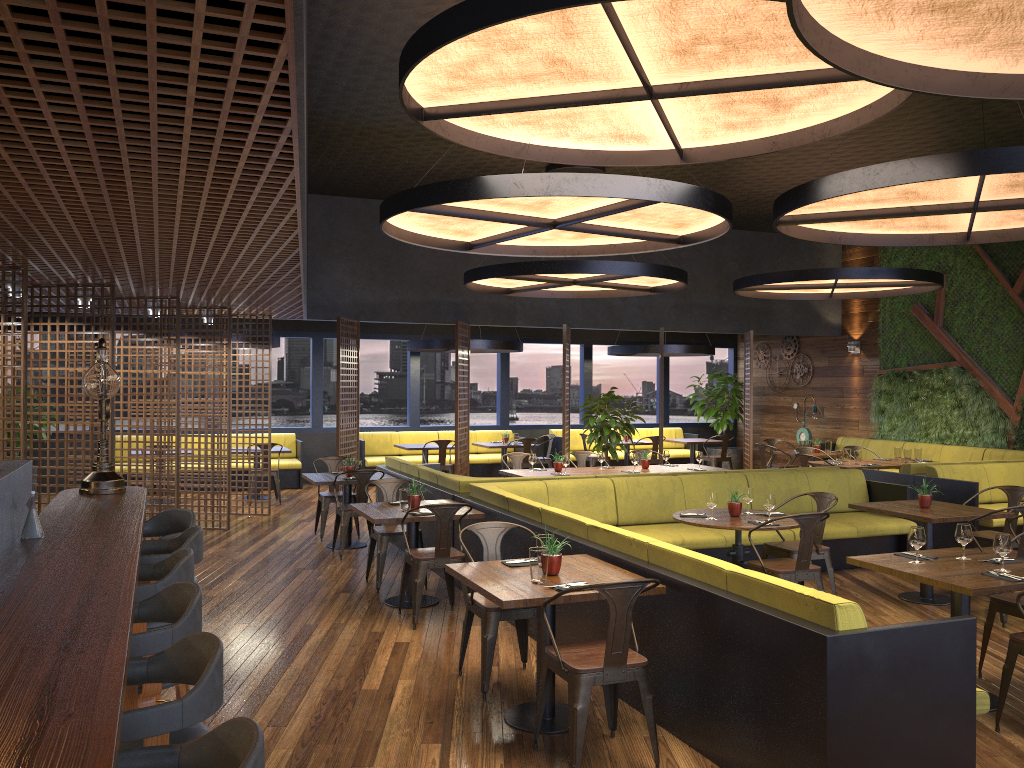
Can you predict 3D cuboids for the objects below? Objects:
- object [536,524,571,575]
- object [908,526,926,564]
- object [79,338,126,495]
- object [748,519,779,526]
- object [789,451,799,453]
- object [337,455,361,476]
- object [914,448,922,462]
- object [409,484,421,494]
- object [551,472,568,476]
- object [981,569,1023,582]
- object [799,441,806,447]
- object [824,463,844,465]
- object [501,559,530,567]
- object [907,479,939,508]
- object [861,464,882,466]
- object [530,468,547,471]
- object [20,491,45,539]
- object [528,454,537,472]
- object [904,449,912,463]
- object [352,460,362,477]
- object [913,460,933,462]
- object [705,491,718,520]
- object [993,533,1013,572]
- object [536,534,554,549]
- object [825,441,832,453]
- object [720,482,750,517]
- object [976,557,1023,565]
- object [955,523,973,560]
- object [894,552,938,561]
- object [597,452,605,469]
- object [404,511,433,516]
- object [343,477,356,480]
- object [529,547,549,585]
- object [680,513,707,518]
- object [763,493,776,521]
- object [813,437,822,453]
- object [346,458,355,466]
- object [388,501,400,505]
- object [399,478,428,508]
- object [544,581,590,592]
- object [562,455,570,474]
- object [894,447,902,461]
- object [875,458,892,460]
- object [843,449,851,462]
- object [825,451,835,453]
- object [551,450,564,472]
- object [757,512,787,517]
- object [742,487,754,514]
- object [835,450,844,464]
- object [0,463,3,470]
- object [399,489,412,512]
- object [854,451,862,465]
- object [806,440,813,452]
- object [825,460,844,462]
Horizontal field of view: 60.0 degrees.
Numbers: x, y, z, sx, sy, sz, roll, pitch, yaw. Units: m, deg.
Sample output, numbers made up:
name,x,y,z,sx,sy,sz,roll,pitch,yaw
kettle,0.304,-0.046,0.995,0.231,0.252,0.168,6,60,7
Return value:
name,x,y,z,sx,sy,sz,roll,pitch,yaw
object,0.205,0.886,4.750,0.238,0.271,0.260,0,0,0
object,2.351,0.934,5.147,0.097,0.206,0.097,0,0,-30
object,-2.507,0.196,5.444,0.263,0.944,0.566,0,0,-29
object,1.853,1.027,6.578,0.157,0.019,0.255,0,0,-15
object,4.365,1.046,13.611,0.157,0.019,0.255,0,0,-22
object,-1.778,0.879,9.774,0.260,0.271,0.238,0,0,-20
object,5.547,0.971,12.107,0.102,0.178,0.102,0,0,-36
object,-0.813,0.929,7.430,0.102,0.178,0.102,0,0,-36
object,0.539,1.022,10.085,0.157,0.019,0.255,0,0,-21
object,2.647,1.029,4.778,0.157,0.019,0.255,0,0,-21
object,4.494,0.967,13.718,0.102,0.178,0.102,0,0,-36
object,4.205,1.043,11.632,0.157,0.019,0.255,0,0,-22
object,0.077,1.011,5.049,0.255,0.019,0.157,0,0,-22
object,3.495,0.908,7.478,0.260,0.271,0.238,0,0,14
object,4.636,1.045,11.483,0.255,0.019,0.157,0,0,-22
object,0.323,1.022,10.608,0.157,0.019,0.255,0,0,-21
object,-2.094,0.567,3.860,0.114,0.203,0.069,0,0,13
object,0.243,0.927,10.454,0.097,0.206,0.097,0,0,24
object,5.320,0.970,11.926,0.102,0.178,0.102,0,0,14
object,-1.686,0.926,9.652,0.102,0.178,0.102,0,0,-16
object,5.674,1.052,12.213,0.157,0.019,0.255,0,0,-22
object,1.530,0.931,6.795,0.097,0.206,0.097,0,0,20
object,2.729,0.936,4.932,0.097,0.206,0.097,0,0,-30
object,0.183,0.932,4.921,0.102,0.178,0.102,0,0,-36
object,4.878,0.969,13.678,0.102,0.178,0.102,0,0,14
object,1.737,0.897,6.931,0.238,0.271,0.260,0,0,0
object,2.839,1.031,5.190,0.255,0.019,0.157,0,0,-21
object,2.685,0.936,5.272,0.097,0.206,0.097,0,0,-21
object,2.431,1.029,5.301,0.157,0.019,0.255,0,0,-21
object,1.087,0.933,10.789,0.097,0.206,0.097,0,0,24
object,-0.715,1.009,6.954,0.255,0.019,0.157,0,0,-22
object,-1.714,1.005,9.470,0.255,0.019,0.157,0,0,-22
object,0.137,0.931,4.536,0.102,0.178,0.102,0,0,14
object,1.442,1.025,6.945,0.255,0.019,0.157,0,0,11
object,1.951,0.933,6.723,0.097,0.206,0.097,0,0,3
object,4.700,0.922,13.674,0.238,0.271,0.260,0,0,0
object,-1.813,0.925,9.947,0.102,0.178,0.102,0,0,-6
object,-0.920,1.008,7.559,0.255,0.019,0.157,0,0,-22
object,-0.789,0.882,7.286,0.260,0.271,0.238,0,0,-20
object,0.282,1.012,4.444,0.255,0.019,0.157,0,0,-22
object,0.621,0.929,10.239,0.097,0.206,0.097,0,0,24
object,5.357,0.970,12.306,0.102,0.178,0.102,0,0,-36
object,5.180,1.049,12.368,0.157,0.019,0.255,0,0,-22
object,4.526,0.965,11.976,0.102,0.178,0.102,0,0,-36
object,5.006,1.050,13.784,0.157,0.019,0.255,0,0,-22
object,0.537,0.894,10.438,0.238,0.271,0.260,0,0,0
object,2.039,1.028,7.015,0.255,0.019,0.157,0,0,-19
object,1.889,0.933,7.102,0.097,0.206,0.097,0,0,17
object,4.334,0.964,11.738,0.102,0.178,0.102,0,0,-36
object,-2.283,0.321,3.839,0.177,0.091,0.091,0,0,43
object,-0.848,0.928,7.056,0.102,0.178,0.102,0,0,-36
object,4.530,0.965,11.612,0.102,0.178,0.102,0,0,14
object,4.655,0.968,13.865,0.102,0.178,0.102,0,0,14
object,4.399,1.044,12.058,0.157,0.019,0.255,0,0,-22
